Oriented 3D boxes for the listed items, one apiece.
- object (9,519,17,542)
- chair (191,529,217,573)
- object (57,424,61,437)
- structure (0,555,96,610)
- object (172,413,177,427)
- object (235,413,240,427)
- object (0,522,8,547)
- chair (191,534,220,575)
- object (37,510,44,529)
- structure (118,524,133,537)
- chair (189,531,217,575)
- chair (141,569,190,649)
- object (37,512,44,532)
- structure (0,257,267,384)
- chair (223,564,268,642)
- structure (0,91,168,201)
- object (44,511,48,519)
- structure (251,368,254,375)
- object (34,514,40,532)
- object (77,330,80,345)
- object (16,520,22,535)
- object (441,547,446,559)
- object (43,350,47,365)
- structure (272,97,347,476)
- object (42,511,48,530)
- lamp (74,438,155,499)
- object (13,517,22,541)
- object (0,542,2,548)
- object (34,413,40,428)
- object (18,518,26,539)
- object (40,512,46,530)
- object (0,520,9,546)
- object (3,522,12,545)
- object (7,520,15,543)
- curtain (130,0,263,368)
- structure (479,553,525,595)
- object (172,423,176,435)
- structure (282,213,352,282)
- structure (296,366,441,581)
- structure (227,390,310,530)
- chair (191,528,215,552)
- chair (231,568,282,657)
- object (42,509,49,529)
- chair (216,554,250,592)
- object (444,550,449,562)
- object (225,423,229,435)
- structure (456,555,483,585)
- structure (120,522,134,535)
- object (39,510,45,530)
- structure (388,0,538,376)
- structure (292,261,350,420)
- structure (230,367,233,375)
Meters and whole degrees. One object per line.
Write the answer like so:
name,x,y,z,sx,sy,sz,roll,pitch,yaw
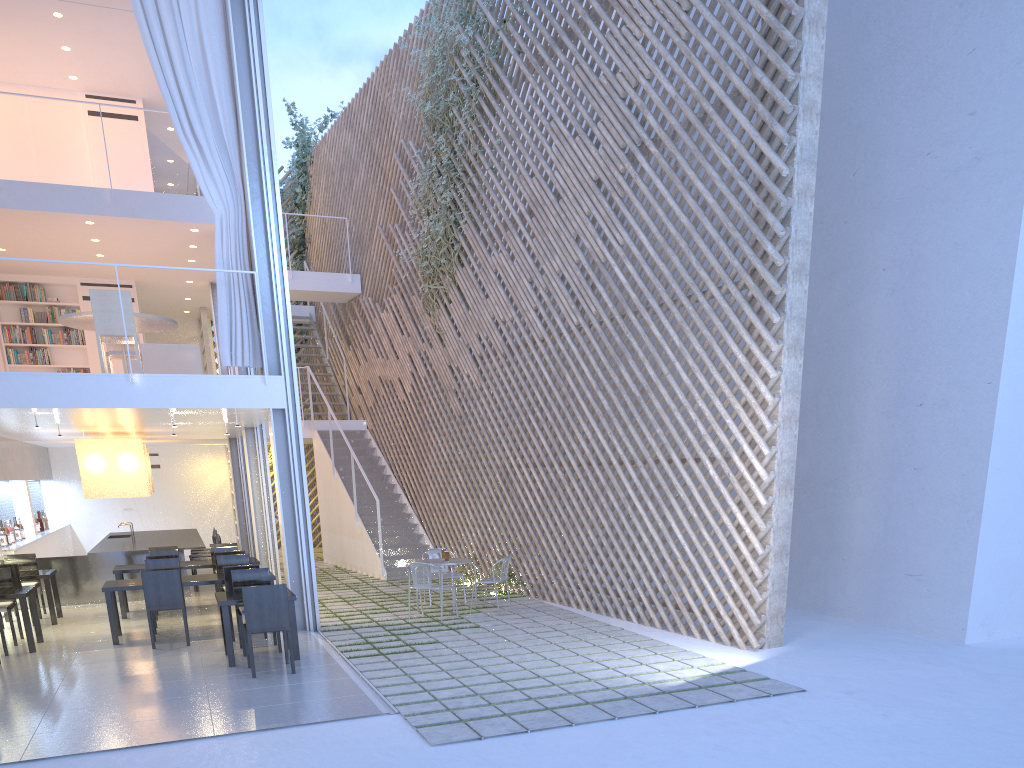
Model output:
object,-4.006,1.175,6.590,0.045,0.197,0.042,5,15,25
chair,-2.826,1.562,7.576,0.236,0.464,0.179,-6,13,-23
object,-2.878,0.293,5.227,0.029,0.084,0.027,-4,13,-10
structure,-3.348,1.435,5.953,0.551,0.391,0.011,-2,14,-20
object,-1.880,0.199,4.572,0.029,0.084,0.027,-4,13,-10
object,-2.678,0.675,5.278,1.656,0.859,1.795,-1,-2,-24
object,-3.437,0.962,5.222,0.046,0.302,1.945,-8,-3,-23
chair,-2.582,1.492,6.967,0.236,0.464,0.179,-6,13,-23
object,-4.568,1.323,7.962,0.045,0.215,0.043,-7,15,-21
structure,-3.521,1.336,7.490,0.111,0.131,0.032,-4,14,-20
chair,-2.718,1.527,7.266,0.236,0.464,0.180,-7,13,-26
chair,-1.895,1.221,4.507,0.189,0.463,0.225,-6,12,-22
object,-4.498,1.313,7.835,0.043,0.205,0.043,-10,16,-29
structure,-1.668,0.265,3.606,1.350,1.890,1.377,-5,8,-21
chair,-1.514,1.225,4.649,0.189,0.463,0.225,-6,12,-22
structure,-2.127,-0.277,4.039,1.706,3.489,3.522,-6,6,-22
object,-4.690,1.366,8.270,0.043,0.197,0.040,-4,14,-9
structure,-1.591,-0.172,5.260,0.027,0.577,1.656,-8,-1,-23
object,-4.473,1.309,7.736,0.041,0.192,0.039,10,18,37
object,-3.831,-0.401,7.282,0.006,0.136,0.068,-8,12,-23
object,-4.119,1.202,6.851,0.043,0.205,0.043,-10,16,-29
object,-0.449,1.114,5.411,0.031,0.081,0.029,4,13,23
object,-4.097,-0.225,7.228,0.006,0.136,0.068,-8,12,-23
structure,-2.761,-0.613,10.344,1.096,4.778,3.157,-8,10,-25
object,-4.636,1.354,8.161,0.045,0.197,0.042,-7,15,-21
lamp,-3.342,0.734,7.033,0.443,0.441,2.248,-4,-4,-23
object,-4.039,1.180,6.707,0.045,0.215,0.044,-6,15,-19
object,-3.437,0.955,5.152,0.045,0.302,1.823,-7,-3,-22
object,-2.509,0.192,4.336,0.029,0.084,0.027,-4,13,-10
object,-4.130,1.216,6.921,0.041,0.192,0.039,10,18,37
object,-4.630,1.348,8.105,0.045,0.197,0.042,5,15,24
object,-3.454,0.967,5.264,0.104,0.301,2.018,-7,-3,-21
object,-3.449,0.962,5.234,0.057,0.306,2.367,-7,-3,-22
object,-3.953,1.161,6.479,0.043,0.197,0.040,-7,15,-20
curtain,-1.623,-1.328,4.065,0.506,2.560,0.091,-7,16,-22
structure,-0.074,1.392,6.015,0.288,0.341,0.307,-6,7,-36
object,-2.249,0.300,5.463,0.029,0.084,0.027,-4,13,-10
structure,-2.083,-1.283,7.662,1.130,0.601,0.025,-1,14,-20
structure,-1.600,0.760,7.480,1.160,2.069,1.894,-7,7,-29
structure,-2.894,1.019,9.856,1.130,2.113,0.272,-5,15,-19
chair,-2.949,1.596,7.880,0.237,0.464,0.178,-5,13,-19
chair,-1.323,1.180,4.260,0.189,0.463,0.225,-6,12,-22
object,-4.668,1.351,8.211,0.047,0.215,0.042,4,15,19
chair,-1.688,1.273,5.070,0.189,0.463,0.225,-6,12,-22
object,-0.415,1.093,5.226,0.031,0.081,0.029,4,13,23
object,-1.937,0.304,5.580,0.029,0.084,0.027,-4,13,-10
structure,-0.331,1.493,6.598,0.265,0.275,0.251,-3,6,-14
structure,-3.647,1.371,7.794,0.111,0.131,0.032,-4,14,-20
object,-4.604,1.333,8.039,0.045,0.215,0.044,-6,15,-19
structure,-0.300,-1.525,5.888,0.722,2.875,2.275,-10,10,-31
structure,-2.269,-0.488,8.909,0.524,1.992,1.204,-9,12,-28
structure,-2.277,0.017,6.915,0.027,0.577,1.658,-8,-1,-23
